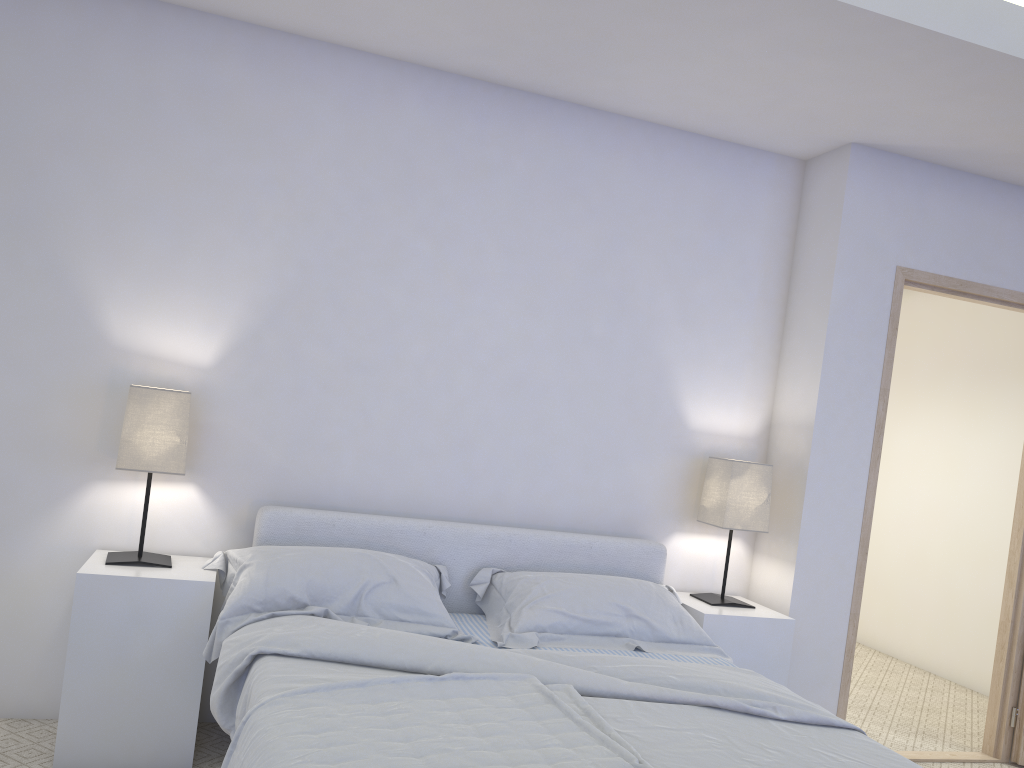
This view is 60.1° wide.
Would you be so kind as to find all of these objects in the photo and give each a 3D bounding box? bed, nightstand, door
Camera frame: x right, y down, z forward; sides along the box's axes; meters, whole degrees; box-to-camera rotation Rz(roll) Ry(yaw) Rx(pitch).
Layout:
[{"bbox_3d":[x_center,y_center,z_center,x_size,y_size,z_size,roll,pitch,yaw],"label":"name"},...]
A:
[{"bbox_3d":[0.107,0.941,2.510,1.972,0.815,2.017,8,-2,-18],"label":"bed"},{"bbox_3d":[-0.205,1.040,3.248,2.554,0.600,0.399,8,0,-17],"label":"nightstand"},{"bbox_3d":[2.303,0.653,3.823,1.783,2.057,0.360,7,1,0],"label":"door"}]

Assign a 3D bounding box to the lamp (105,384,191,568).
[{"bbox_3d":[-1.206,0.303,2.951,0.211,0.582,0.209,7,0,-22],"label":"lamp"}]

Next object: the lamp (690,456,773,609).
[{"bbox_3d":[0.894,0.601,3.610,0.210,0.583,0.210,7,0,-17],"label":"lamp"}]

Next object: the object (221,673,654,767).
[{"bbox_3d":[-0.175,0.926,1.859,0.915,0.466,0.717,8,-2,-21],"label":"object"}]
